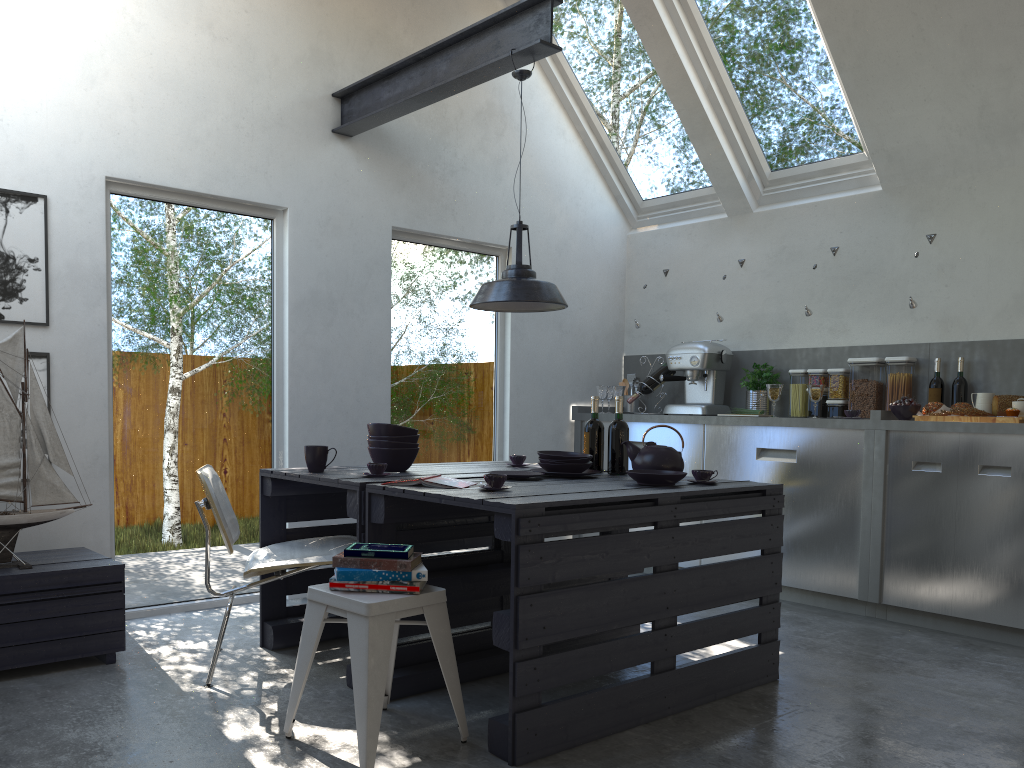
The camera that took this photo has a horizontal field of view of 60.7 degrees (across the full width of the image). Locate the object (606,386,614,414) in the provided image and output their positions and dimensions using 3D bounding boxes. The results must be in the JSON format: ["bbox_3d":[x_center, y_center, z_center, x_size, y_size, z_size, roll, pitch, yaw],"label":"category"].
[{"bbox_3d":[0.683,0.113,6.150,0.102,0.193,0.094,2,3,20],"label":"object"}]

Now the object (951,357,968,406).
[{"bbox_3d":[2.380,0.032,4.649,0.068,0.346,0.076,-1,4,-38],"label":"object"}]

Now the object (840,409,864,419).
[{"bbox_3d":[1.838,0.165,4.722,0.111,0.056,0.121,1,-1,-26],"label":"object"}]

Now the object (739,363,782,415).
[{"bbox_3d":[1.536,0.035,5.448,0.250,0.343,0.247,1,2,2],"label":"object"}]

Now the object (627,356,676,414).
[{"bbox_3d":[0.926,0.009,5.972,0.325,0.395,0.238,1,2,-11],"label":"object"}]

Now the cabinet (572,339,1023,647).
[{"bbox_3d":[1.627,0.512,5.207,0.534,1.483,3.020,-1,1,-42],"label":"cabinet"}]

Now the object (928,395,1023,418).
[{"bbox_3d":[2.312,0.106,4.303,0.473,0.112,0.121,1,0,21],"label":"object"}]

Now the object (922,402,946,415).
[{"bbox_3d":[2.180,0.129,4.504,0.120,0.077,0.118,1,0,2],"label":"object"}]

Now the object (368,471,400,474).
[{"bbox_3d":[-0.520,0.362,3.547,0.131,0.013,0.028,1,-1,-2],"label":"object"}]

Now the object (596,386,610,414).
[{"bbox_3d":[0.625,0.108,6.027,0.104,0.193,0.092,3,3,43],"label":"object"}]

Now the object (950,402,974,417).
[{"bbox_3d":[2.297,0.130,4.467,0.120,0.077,0.118,1,0,2],"label":"object"}]

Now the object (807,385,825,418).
[{"bbox_3d":[1.730,0.100,4.987,0.104,0.193,0.092,3,3,37],"label":"object"}]

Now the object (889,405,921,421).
[{"bbox_3d":[2.019,0.150,4.497,0.149,0.079,0.144,1,0,7],"label":"object"}]

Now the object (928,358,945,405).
[{"bbox_3d":[2.300,0.033,4.738,0.077,0.346,0.068,4,4,42],"label":"object"}]

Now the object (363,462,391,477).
[{"bbox_3d":[-0.542,0.344,3.513,0.123,0.056,0.109,1,-1,36],"label":"object"}]

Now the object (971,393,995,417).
[{"bbox_3d":[2.364,0.104,4.381,0.087,0.120,0.084,1,2,-19],"label":"object"}]

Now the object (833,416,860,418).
[{"bbox_3d":[1.801,0.181,4.706,0.138,0.013,0.026,0,-1,25],"label":"object"}]

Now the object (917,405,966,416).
[{"bbox_3d":[2.216,0.135,4.478,0.194,0.059,0.203,1,-1,-21],"label":"object"}]

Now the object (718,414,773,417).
[{"bbox_3d":[1.400,0.189,5.248,0.170,0.012,0.278,3,-2,-44],"label":"object"}]

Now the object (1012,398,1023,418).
[{"bbox_3d":[2.416,0.098,4.150,0.074,0.121,0.072,1,2,4],"label":"object"}]

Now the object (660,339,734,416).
[{"bbox_3d":[1.193,-0.043,5.682,0.402,0.502,0.379,0,2,-42],"label":"object"}]

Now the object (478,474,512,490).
[{"bbox_3d":[-0.058,0.340,3.039,0.110,0.056,0.122,1,-1,-34],"label":"object"}]

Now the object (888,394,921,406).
[{"bbox_3d":[2.020,0.099,4.494,0.169,0.095,0.133,1,0,34],"label":"object"}]

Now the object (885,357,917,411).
[{"bbox_3d":[2.163,0.029,4.882,0.120,0.356,0.135,-1,4,-42],"label":"object"}]

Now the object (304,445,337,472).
[{"bbox_3d":[-0.818,0.317,3.696,0.137,0.110,0.094,2,1,40],"label":"object"}]

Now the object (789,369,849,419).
[{"bbox_3d":[1.834,0.061,5.224,0.100,0.295,0.361,-1,2,-42],"label":"object"}]

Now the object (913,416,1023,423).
[{"bbox_3d":[2.292,0.175,4.310,0.289,0.028,0.498,2,-2,-41],"label":"object"}]

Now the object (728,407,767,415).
[{"bbox_3d":[1.385,0.166,5.262,0.135,0.053,0.289,2,-1,-27],"label":"object"}]

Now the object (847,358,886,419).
[{"bbox_3d":[2.034,0.031,5.024,0.120,0.356,0.185,-1,4,-42],"label":"object"}]

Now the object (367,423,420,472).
[{"bbox_3d":[-0.521,0.277,3.837,0.201,0.215,0.204,0,1,-40],"label":"object"}]

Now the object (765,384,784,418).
[{"bbox_3d":[1.509,0.097,5.035,0.100,0.193,0.096,2,2,8],"label":"object"}]

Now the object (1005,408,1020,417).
[{"bbox_3d":[2.363,0.135,4.127,0.062,0.046,0.056,1,0,34],"label":"object"}]

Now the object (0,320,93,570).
[{"bbox_3d":[-2.045,0.235,3.426,0.743,0.995,0.149,0,4,-40],"label":"object"}]

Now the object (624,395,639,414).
[{"bbox_3d":[0.854,0.148,6.253,0.107,0.132,0.106,1,1,0],"label":"object"}]

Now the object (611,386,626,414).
[{"bbox_3d":[0.730,0.110,6.007,0.095,0.193,0.101,1,3,-19],"label":"object"}]
